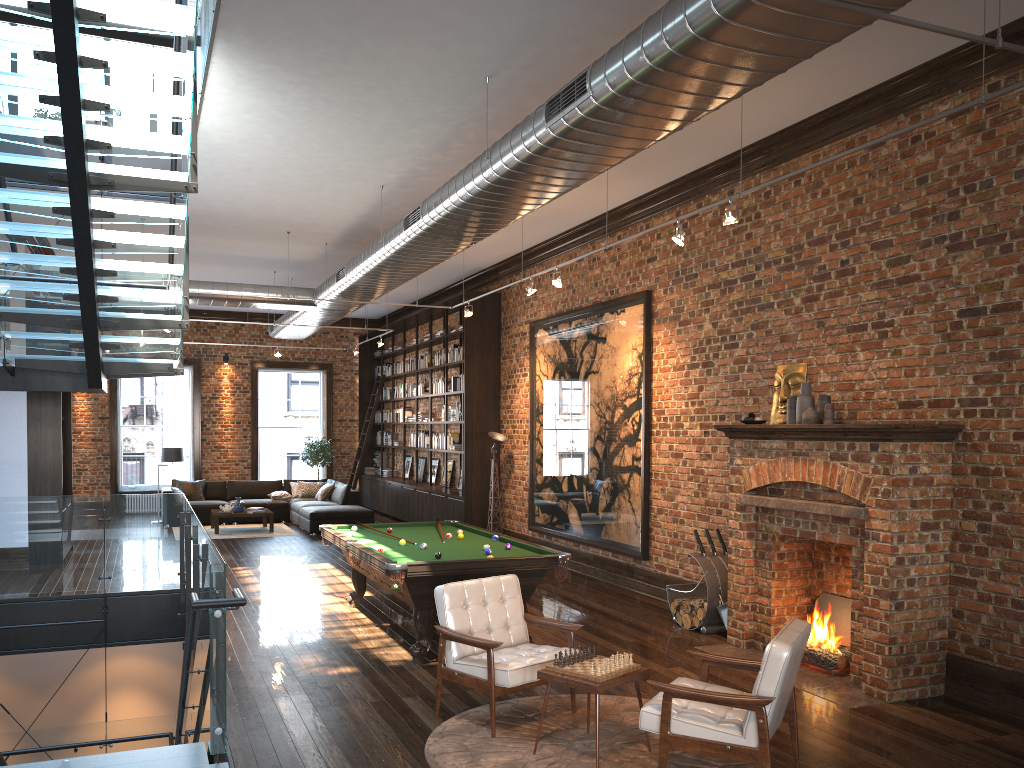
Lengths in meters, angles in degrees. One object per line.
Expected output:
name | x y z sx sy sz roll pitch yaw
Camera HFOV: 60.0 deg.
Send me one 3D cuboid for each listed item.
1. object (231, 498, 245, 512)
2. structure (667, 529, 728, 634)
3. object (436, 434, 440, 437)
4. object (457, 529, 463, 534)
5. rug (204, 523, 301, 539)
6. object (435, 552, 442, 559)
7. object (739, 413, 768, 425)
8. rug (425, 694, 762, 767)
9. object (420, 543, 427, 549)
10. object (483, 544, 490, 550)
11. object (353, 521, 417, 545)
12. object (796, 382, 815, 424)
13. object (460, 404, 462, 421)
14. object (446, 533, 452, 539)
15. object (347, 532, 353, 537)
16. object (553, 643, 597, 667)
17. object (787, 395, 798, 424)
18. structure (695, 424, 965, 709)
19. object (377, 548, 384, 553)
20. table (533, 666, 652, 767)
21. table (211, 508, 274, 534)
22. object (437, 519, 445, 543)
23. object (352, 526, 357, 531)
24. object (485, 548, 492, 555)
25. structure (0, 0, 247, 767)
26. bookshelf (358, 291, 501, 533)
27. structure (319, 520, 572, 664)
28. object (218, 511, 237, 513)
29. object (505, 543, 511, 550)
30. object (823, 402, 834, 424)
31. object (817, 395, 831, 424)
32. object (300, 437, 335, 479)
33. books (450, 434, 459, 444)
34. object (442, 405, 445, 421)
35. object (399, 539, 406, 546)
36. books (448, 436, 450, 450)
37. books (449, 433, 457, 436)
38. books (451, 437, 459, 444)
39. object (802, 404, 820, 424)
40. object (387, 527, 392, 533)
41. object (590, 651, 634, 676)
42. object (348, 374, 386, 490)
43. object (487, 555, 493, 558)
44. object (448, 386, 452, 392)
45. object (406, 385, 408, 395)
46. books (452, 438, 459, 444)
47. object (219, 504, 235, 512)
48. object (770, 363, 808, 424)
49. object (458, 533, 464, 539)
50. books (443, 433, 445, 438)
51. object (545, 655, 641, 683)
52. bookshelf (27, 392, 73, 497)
object | -4.932 2.176 15.986 0.215 0.251 0.215 0 0 10
structure | 1.889 1.823 8.253 0.538 0.921 0.926 0 0 -22
object | -1.337 1.066 16.533 0.166 0.283 0.015 0 2 -22
object | -0.520 1.483 8.874 0.057 0.057 0.057 0 -1 23
rug | -4.989 2.643 15.918 2.022 0.003 2.114 2 -3 -22
object | -0.600 1.395 7.205 0.057 0.057 0.057 1 -1 -18
object | 2.045 0.296 7.510 0.237 0.105 0.237 1 -2 -12
rug | 0.480 2.108 5.174 1.970 0.015 1.970 1 -3 -21
object | -0.777 1.425 7.797 0.057 0.057 0.057 0 -1 38
object | -0.221 1.426 7.745 0.057 0.057 0.057 0 -1 17
object | -1.273 1.464 8.764 0.028 0.072 1.605 0 -2 -31
object | 2.409 0.163 7.272 0.145 0.350 0.145 1 1 14
object | -0.855 0.481 14.964 0.069 0.289 0.117 -1 1 -30
object | -0.609 1.466 8.550 0.057 0.057 0.057 0 -1 33
object | -1.564 1.460 8.552 0.057 0.057 0.057 1 -1 -24
object | 0.367 1.548 5.114 0.075 0.101 0.334 0 -2 43
object | 2.358 0.220 7.411 0.118 0.250 0.118 1 1 25
structure | 2.311 1.268 6.866 0.887 1.910 1.998 0 0 -23
object | -1.103 1.404 7.425 0.057 0.057 0.057 0 -1 25
table | 0.459 1.862 5.028 0.462 0.495 0.516 0 -1 43
table | -4.902 2.479 16.086 1.000 0.346 1.000 1 -3 -22
object | -0.723 1.480 8.992 0.028 0.072 1.606 0 -3 -7
object | -1.623 1.491 9.143 0.057 0.058 0.057 1 -1 -21
object | -0.200 1.412 7.471 0.057 0.057 0.057 1 -1 -18
structure | -3.903 0.384 6.287 3.575 14.520 7.035 0 1 -23
bookshelf | -1.874 0.737 17.309 0.600 4.004 7.407 0 -1 -23
structure | -0.768 1.848 8.262 1.553 0.852 2.956 1 -3 -22
object | -5.056 2.278 15.749 0.267 0.018 0.201 0 -3 1
object | -0.034 1.430 7.805 0.057 0.057 0.057 0 -1 0
object | 2.499 0.234 6.988 0.081 0.179 0.081 1 1 20
object | 2.506 0.209 7.118 0.120 0.243 0.120 0 1 -3
object | -4.393 2.104 19.989 0.812 1.868 0.799 0 1 -14
books | -1.025 1.030 15.826 0.159 0.286 0.014 0 2 -22
object | -1.198 0.522 15.779 0.069 0.289 0.117 -1 1 -30
object | -0.990 1.436 8.029 0.057 0.057 0.057 0 -1 15
books | -1.064 1.050 15.851 0.176 0.247 0.039 0 2 -22
books | -1.050 1.025 15.884 0.149 0.301 0.013 0 2 -22
books | -1.017 1.057 15.806 0.141 0.229 0.032 0 2 -22
object | 2.373 0.241 7.042 0.136 0.169 0.136 0 0 20
object | -1.243 1.486 9.007 0.057 0.057 0.057 0 -1 26
object | 0.558 1.540 4.939 0.075 0.101 0.334 0 -2 43
object | -3.284 1.321 19.561 0.896 3.082 0.494 0 2 -22
object | -0.170 1.390 7.056 0.057 0.057 0.057 0 -1 -4
object | -1.092 0.094 15.828 0.096 0.137 0.235 0 -1 -39
object | -2.130 0.147 18.063 0.075 0.255 0.087 -1 2 -33
books | -1.001 1.065 15.776 0.136 0.211 0.035 0 2 -22
object | -5.051 2.208 15.760 0.219 0.160 0.218 0 -1 20
object | 2.369 0.092 7.683 0.125 0.537 0.408 0 0 -23
object | -0.493 1.466 8.535 0.057 0.057 0.057 1 -1 -22
books | -1.169 1.039 16.136 0.177 0.297 0.014 0 2 -22
object | 0.462 1.606 5.029 0.388 0.029 0.388 -2 -4 42
bookshelf | -6.404 0.692 12.324 0.400 3.523 1.780 0 1 -23
